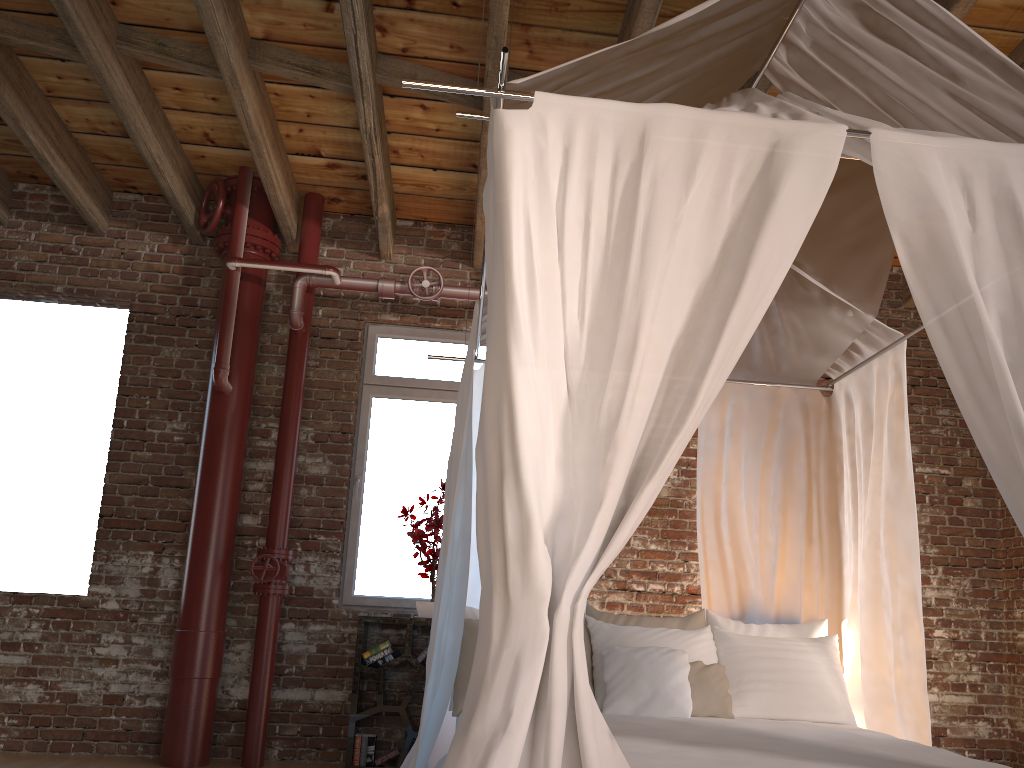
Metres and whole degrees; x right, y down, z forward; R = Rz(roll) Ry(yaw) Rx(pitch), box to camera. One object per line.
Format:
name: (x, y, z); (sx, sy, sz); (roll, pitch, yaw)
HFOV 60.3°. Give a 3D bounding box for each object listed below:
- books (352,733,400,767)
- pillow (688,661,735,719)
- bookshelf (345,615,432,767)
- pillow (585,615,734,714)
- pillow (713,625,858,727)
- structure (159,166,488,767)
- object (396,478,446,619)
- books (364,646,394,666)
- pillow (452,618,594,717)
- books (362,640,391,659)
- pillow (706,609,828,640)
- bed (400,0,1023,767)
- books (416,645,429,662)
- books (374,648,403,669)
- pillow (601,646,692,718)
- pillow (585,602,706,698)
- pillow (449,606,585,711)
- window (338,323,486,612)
books: (-0.752, 2.042, 4.918); (0.248, 0.157, 0.137); (4, -13, -5)
pillow: (0.797, 1.298, 3.759); (0.287, 0.230, 0.165); (5, -12, -7)
bookshelf: (-0.476, 1.780, 5.070); (0.850, 0.832, 0.299); (4, -11, -6)
pillow: (0.635, 1.236, 3.893); (0.609, 0.397, 0.356); (5, -13, -7)
pillow: (1.221, 1.317, 3.956); (0.624, 0.426, 0.299); (4, -12, -5)
structure: (-1.001, 0.435, 5.122); (1.987, 3.412, 0.589); (5, -11, -6)
object: (-0.488, 0.959, 5.203); (0.414, 0.827, 0.403); (5, -12, -9)
books: (-0.756, 1.544, 5.007); (0.153, 0.107, 0.137); (4, -13, -5)
pillow: (0.053, 1.227, 3.824); (0.610, 0.408, 0.365); (5, -13, -8)
books: (-0.767, 1.509, 5.013); (0.153, 0.107, 0.137); (4, -13, -5)
pillow: (1.209, 1.325, 4.156); (0.627, 0.491, 0.212); (4, -11, -6)
bed: (0.769, -0.174, 3.295); (2.480, 3.823, 2.729); (4, -12, -4)
books: (-0.424, 1.537, 5.048); (0.242, 0.163, 0.137); (4, -13, -5)
books: (-0.700, 1.560, 5.011); (0.156, 0.112, 0.137); (4, -13, -5)
pillow: (0.562, 1.248, 3.704); (0.380, 0.287, 0.221); (2, -12, 4)
pillow: (0.617, 1.275, 4.094); (0.628, 0.487, 0.213); (4, -11, -6)
pillow: (0.042, 1.244, 4.022); (0.628, 0.485, 0.203); (4, -11, -5)
window: (-0.366, 0.527, 5.566); (1.336, 1.821, 0.171); (4, -11, -6)
